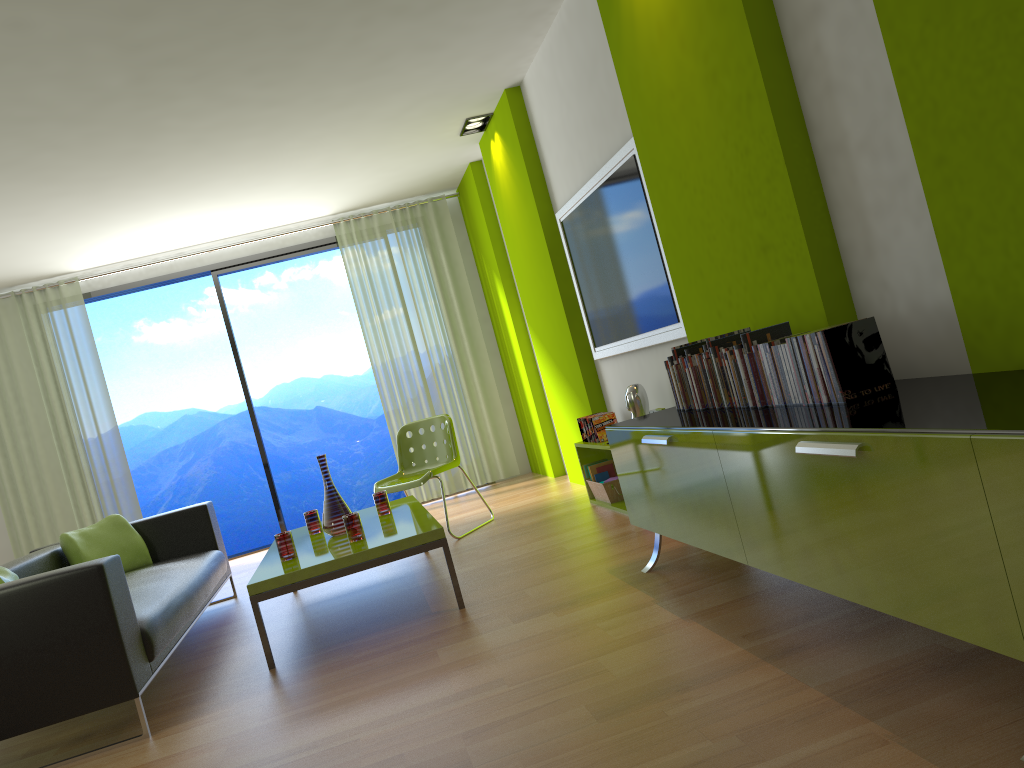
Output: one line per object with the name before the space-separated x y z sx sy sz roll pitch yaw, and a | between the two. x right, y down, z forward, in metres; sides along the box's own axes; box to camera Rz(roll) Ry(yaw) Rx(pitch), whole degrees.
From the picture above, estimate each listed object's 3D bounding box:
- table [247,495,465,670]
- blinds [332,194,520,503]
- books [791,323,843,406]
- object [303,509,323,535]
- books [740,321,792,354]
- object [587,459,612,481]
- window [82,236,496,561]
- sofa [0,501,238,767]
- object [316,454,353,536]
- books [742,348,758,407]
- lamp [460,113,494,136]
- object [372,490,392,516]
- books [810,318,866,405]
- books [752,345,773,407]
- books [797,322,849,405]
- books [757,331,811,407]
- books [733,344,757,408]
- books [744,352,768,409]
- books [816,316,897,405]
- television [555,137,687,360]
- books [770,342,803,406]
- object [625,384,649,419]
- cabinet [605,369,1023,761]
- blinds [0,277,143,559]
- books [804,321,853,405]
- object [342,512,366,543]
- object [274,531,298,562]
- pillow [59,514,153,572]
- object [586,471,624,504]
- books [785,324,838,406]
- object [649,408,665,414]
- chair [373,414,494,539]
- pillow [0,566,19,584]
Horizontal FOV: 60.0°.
table | -0.776 0.898 4.404 0.810 0.349 1.682 -15 0 -11
blinds | -0.748 -0.309 7.784 1.012 2.568 0.067 -15 0 -11
books | 0.861 -0.050 2.421 0.154 0.200 0.031 -15 0 -11
object | -1.047 0.729 4.674 0.076 0.122 0.075 -15 0 24
books | 0.805 -0.057 2.727 0.161 0.239 0.020 -15 0 -11
object | 0.564 0.579 5.421 0.158 0.200 0.040 -15 0 -11
window | -2.067 0.132 7.744 3.336 2.498 0.219 -15 0 -11
sofa | -2.005 1.083 4.182 1.061 0.639 2.583 -15 0 -11
object | -0.887 0.542 4.355 0.168 0.400 0.168 -15 0 -25
books | 0.808 -0.036 2.745 0.159 0.196 0.016 -15 0 -11
lamp | -0.265 -1.857 6.160 0.192 0.131 0.352 -15 0 -11
object | -0.686 0.632 4.689 0.076 0.122 0.075 -15 0 24
books | 0.881 -0.056 2.312 0.154 0.202 0.048 -15 0 -11
books | 0.822 -0.039 2.669 0.161 0.196 0.038 -15 0 -11
books | 0.867 -0.052 2.386 0.154 0.200 0.031 -15 0 -11
books | 0.825 -0.040 2.611 0.140 0.197 0.069 -15 0 -11
books | 0.797 -0.039 2.769 0.170 0.209 0.036 -15 0 -11
books | 0.810 -0.026 2.701 0.178 0.177 0.030 -15 0 -11
books | 0.887 -0.057 2.282 0.154 0.202 0.048 -15 0 -11
television | 0.542 -0.636 4.731 0.028 0.941 1.537 -15 0 -11
books | 0.843 -0.038 2.522 0.131 0.185 0.112 -15 0 -11
object | 0.660 0.149 4.536 0.107 0.305 0.107 -15 0 -45
cabinet | 0.981 0.323 1.948 0.547 0.593 3.384 -15 0 -11
blinds | -3.704 0.490 7.191 1.012 2.568 0.067 -15 0 -11
books | 0.874 -0.053 2.351 0.154 0.200 0.031 -15 0 -11
object | -0.706 0.641 3.962 0.075 0.122 0.076 -15 0 45
object | -1.004 0.722 3.941 0.076 0.122 0.075 -15 0 24
pillow | -2.310 0.942 5.017 0.269 0.362 0.399 -15 0 38
object | 0.601 0.614 5.267 0.213 0.129 0.367 -15 0 -11
books | 0.855 -0.049 2.451 0.154 0.200 0.031 -15 0 -11
object | 0.718 0.200 4.163 0.047 0.176 0.340 -15 0 -6
chair | -0.590 0.628 5.758 0.640 0.759 0.546 -15 0 27
pillow | -2.137 0.922 3.760 0.164 0.317 0.380 -15 0 -27
